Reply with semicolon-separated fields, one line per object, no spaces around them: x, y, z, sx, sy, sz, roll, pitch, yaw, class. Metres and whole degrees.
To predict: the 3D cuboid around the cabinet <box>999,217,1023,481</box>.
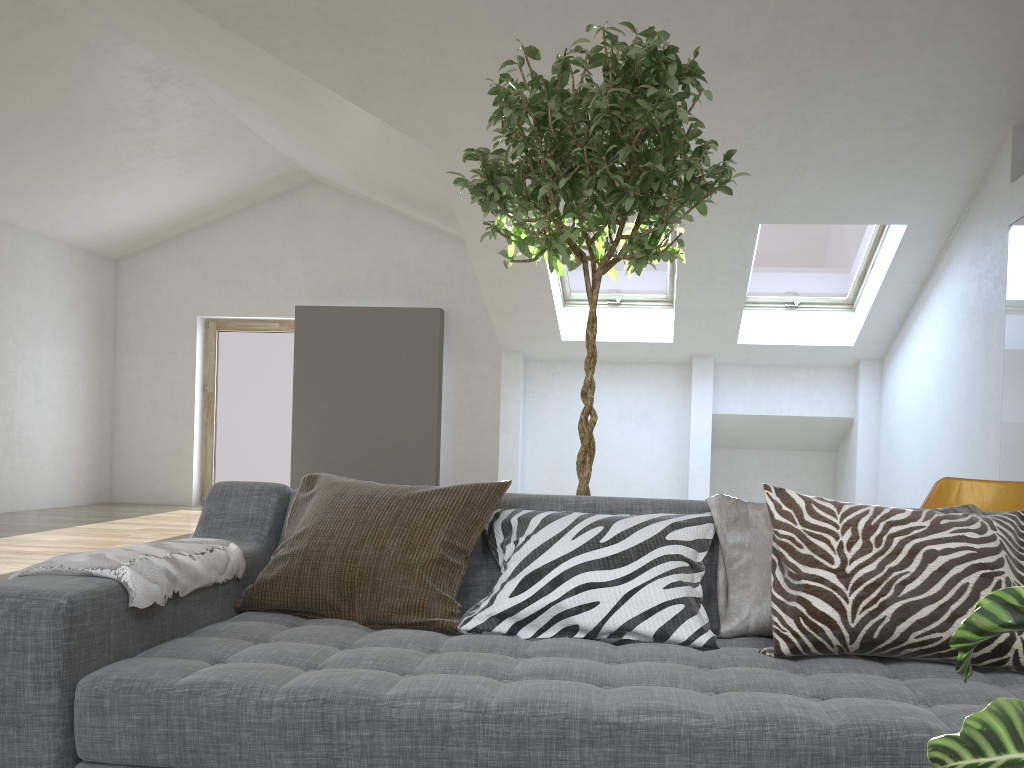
2.883;0.091;4.597;0.123;2.242;1.755;2;-1;10;cabinet

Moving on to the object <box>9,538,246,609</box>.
-0.796;0.533;1.836;0.365;0.419;0.471;2;-2;11;object

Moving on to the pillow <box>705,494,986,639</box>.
0.751;0.420;1.971;0.657;0.318;0.257;1;-1;7;pillow

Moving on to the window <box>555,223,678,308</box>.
0.888;-1.068;7.641;1.507;0.729;1.860;1;-3;8;window

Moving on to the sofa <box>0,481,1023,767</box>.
0.391;0.597;1.834;2.523;0.684;1.001;1;-2;6;sofa

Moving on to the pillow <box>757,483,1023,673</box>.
0.792;0.384;1.795;0.569;0.341;0.275;1;-1;11;pillow

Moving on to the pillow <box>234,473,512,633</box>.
-0.333;0.385;2.080;0.587;0.338;0.304;1;-2;16;pillow

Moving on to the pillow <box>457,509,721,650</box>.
0.182;0.426;1.984;0.574;0.283;0.350;1;-2;7;pillow

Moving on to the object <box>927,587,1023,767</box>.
0.448;0.309;0.506;0.389;0.526;0.423;2;-1;-17;object

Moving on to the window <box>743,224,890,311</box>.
2.505;-1.028;7.477;1.507;0.729;1.860;1;-3;8;window

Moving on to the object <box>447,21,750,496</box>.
0.212;-0.025;2.593;0.827;2.020;0.786;2;0;-14;object

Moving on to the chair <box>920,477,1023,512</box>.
2.017;0.772;3.811;0.652;0.723;0.721;1;-2;38;chair
